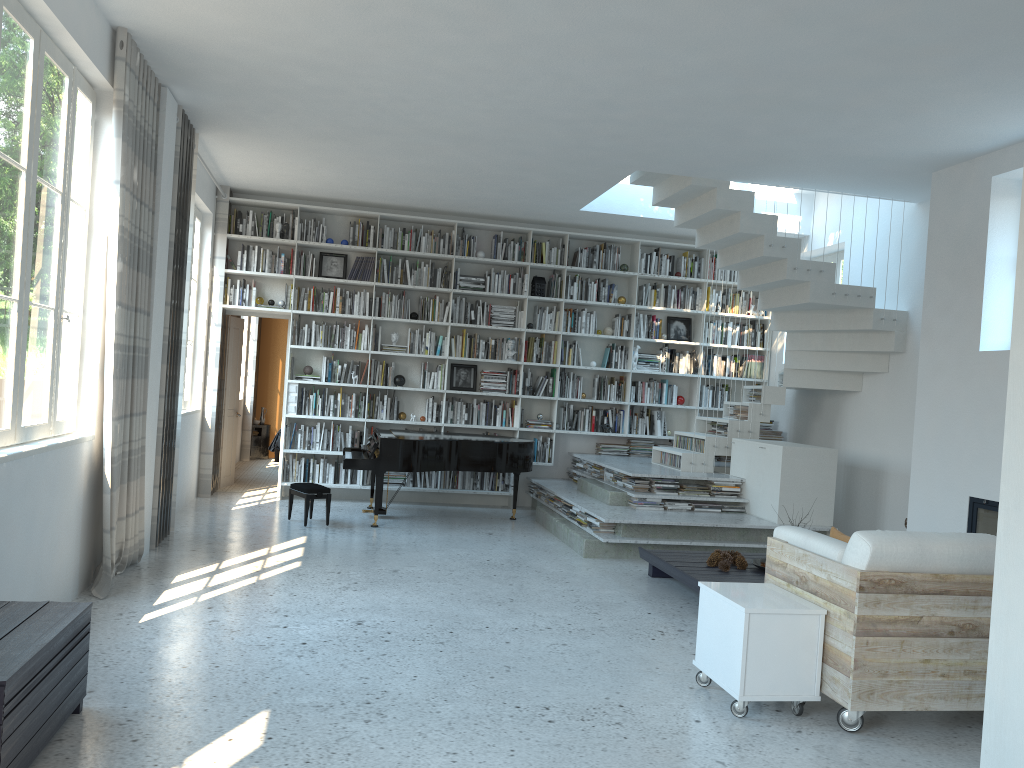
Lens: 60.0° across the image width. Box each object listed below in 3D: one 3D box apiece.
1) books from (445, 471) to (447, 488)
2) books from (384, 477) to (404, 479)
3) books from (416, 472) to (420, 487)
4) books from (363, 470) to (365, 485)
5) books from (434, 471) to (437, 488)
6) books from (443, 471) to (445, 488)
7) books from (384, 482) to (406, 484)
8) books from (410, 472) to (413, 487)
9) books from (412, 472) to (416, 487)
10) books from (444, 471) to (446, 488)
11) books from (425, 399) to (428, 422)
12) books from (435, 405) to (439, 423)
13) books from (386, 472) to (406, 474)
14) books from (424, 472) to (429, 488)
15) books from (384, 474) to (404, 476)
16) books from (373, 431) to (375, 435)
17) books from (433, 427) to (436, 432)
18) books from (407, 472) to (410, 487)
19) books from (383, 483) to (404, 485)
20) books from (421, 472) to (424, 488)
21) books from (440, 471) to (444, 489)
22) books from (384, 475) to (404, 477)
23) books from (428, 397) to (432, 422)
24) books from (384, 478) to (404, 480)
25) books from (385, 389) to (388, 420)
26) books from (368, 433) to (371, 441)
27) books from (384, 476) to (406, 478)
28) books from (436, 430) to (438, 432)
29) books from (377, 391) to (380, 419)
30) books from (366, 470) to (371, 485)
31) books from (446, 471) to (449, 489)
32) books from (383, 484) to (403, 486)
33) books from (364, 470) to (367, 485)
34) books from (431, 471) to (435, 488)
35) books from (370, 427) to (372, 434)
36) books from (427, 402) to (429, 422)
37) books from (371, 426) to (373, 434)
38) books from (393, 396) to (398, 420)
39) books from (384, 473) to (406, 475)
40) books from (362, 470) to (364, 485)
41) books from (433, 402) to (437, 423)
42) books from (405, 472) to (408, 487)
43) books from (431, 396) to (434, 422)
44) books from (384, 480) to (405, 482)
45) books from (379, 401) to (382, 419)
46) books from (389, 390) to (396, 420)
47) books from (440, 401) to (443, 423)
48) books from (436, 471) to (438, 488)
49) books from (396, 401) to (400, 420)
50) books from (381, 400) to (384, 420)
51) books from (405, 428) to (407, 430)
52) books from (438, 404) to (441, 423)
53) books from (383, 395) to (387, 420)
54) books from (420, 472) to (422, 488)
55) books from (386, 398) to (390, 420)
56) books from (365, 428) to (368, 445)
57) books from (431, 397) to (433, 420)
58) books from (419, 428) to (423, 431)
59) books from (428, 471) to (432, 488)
[{"bbox_3d":[-0.744,1.028,9.911,0.010,0.259,0.131,4,0,-11],"label":"books"},{"bbox_3d":[-1.323,1.026,9.788,0.254,0.007,0.161,4,0,-10],"label":"books"},{"bbox_3d":[-1.045,1.011,9.829,0.062,0.253,0.177,4,0,-11],"label":"books"},{"bbox_3d":[-1.627,0.982,9.734,0.012,0.230,0.138,4,0,-11],"label":"books"},{"bbox_3d":[-0.862,1.060,9.868,0.024,0.180,0.171,4,0,-11],"label":"books"},{"bbox_3d":[-0.762,1.006,9.877,0.014,0.301,0.184,4,0,-11],"label":"books"},{"bbox_3d":[-1.327,1.080,9.781,0.285,0.007,0.159,4,0,-15],"label":"books"},{"bbox_3d":[-1.117,1.031,9.815,0.029,0.202,0.178,4,0,-11],"label":"books"},{"bbox_3d":[-1.090,1.015,9.832,0.028,0.238,0.136,4,0,-11],"label":"books"},{"bbox_3d":[-0.750,0.987,9.896,0.014,0.340,0.139,4,0,-11],"label":"books"},{"bbox_3d":[-0.952,0.292,9.842,0.012,0.254,0.161,4,0,-11],"label":"books"},{"bbox_3d":[-0.842,0.329,9.875,0.031,0.194,0.142,4,0,-11],"label":"books"},{"bbox_3d":[-1.321,0.973,9.780,0.285,0.005,0.159,4,0,-15],"label":"books"},{"bbox_3d":[-0.955,1.006,9.850,0.073,0.276,0.181,4,0,-11],"label":"books"},{"bbox_3d":[-1.324,0.995,9.787,0.254,0.006,0.161,4,0,-12],"label":"books"},{"bbox_3d":[-1.514,0.636,9.724,0.023,0.237,0.172,4,0,-11],"label":"books"},{"bbox_3d":[-0.870,0.638,9.854,0.013,0.320,0.173,4,0,-11],"label":"books"},{"bbox_3d":[-1.147,0.998,9.821,0.031,0.265,0.144,4,0,-11],"label":"books"},{"bbox_3d":[-1.329,1.094,9.790,0.254,0.007,0.161,4,0,-11],"label":"books"},{"bbox_3d":[-0.995,1.003,9.829,0.012,0.274,0.180,4,0,-11],"label":"books"},{"bbox_3d":[-0.783,1.027,9.873,0.026,0.256,0.183,4,0,-11],"label":"books"},{"bbox_3d":[-1.325,1.005,9.789,0.254,0.006,0.161,4,0,-11],"label":"books"},{"bbox_3d":[-0.915,0.287,9.838,0.027,0.269,0.159,4,0,-11],"label":"books"},{"bbox_3d":[-1.324,1.039,9.788,0.254,0.007,0.161,4,0,-10],"label":"books"},{"bbox_3d":[-1.382,0.220,9.769,0.013,0.339,0.138,4,0,-11],"label":"books"},{"bbox_3d":[-1.574,0.644,9.730,0.026,0.213,0.139,4,0,-11],"label":"books"},{"bbox_3d":[-1.323,1.019,9.788,0.285,0.007,0.159,4,0,-10],"label":"books"},{"bbox_3d":[-0.856,0.654,9.867,0.021,0.290,0.160,4,0,-11],"label":"books"},{"bbox_3d":[-1.463,0.227,9.730,0.014,0.313,0.166,4,0,-11],"label":"books"},{"bbox_3d":[-1.571,1.010,9.734,0.053,0.184,0.148,4,0,-11],"label":"books"},{"bbox_3d":[-0.725,1.027,9.905,0.025,0.263,0.145,4,0,-11],"label":"books"},{"bbox_3d":[-1.328,1.101,9.782,0.254,0.007,0.161,4,0,-7],"label":"books"},{"bbox_3d":[-1.610,1.000,9.734,0.025,0.198,0.160,4,0,-11],"label":"books"},{"bbox_3d":[-0.880,1.018,9.846,0.024,0.260,0.189,4,0,-11],"label":"books"},{"bbox_3d":[-1.554,0.611,9.731,0.010,0.282,0.149,4,0,-11],"label":"books"},{"bbox_3d":[-0.941,0.307,9.852,0.015,0.225,0.148,4,0,-11],"label":"books"},{"bbox_3d":[-1.543,0.609,9.736,0.013,0.288,0.161,4,0,-11],"label":"books"},{"bbox_3d":[-1.284,0.266,9.762,0.027,0.261,0.163,4,0,-11],"label":"books"},{"bbox_3d":[-1.323,0.984,9.787,0.285,0.005,0.159,4,0,-12],"label":"books"},{"bbox_3d":[-1.637,0.954,9.729,0.012,0.285,0.159,4,0,-11],"label":"books"},{"bbox_3d":[-0.867,0.314,9.850,0.029,0.221,0.153,4,0,-11],"label":"books"},{"bbox_3d":[-1.166,1.002,9.802,0.012,0.254,0.161,4,0,-11],"label":"books"},{"bbox_3d":[-0.887,0.278,9.854,0.014,0.291,0.131,4,0,-11],"label":"books"},{"bbox_3d":[-1.324,1.060,9.786,0.285,0.007,0.159,4,0,-9],"label":"books"},{"bbox_3d":[-1.449,0.287,9.739,0.024,0.196,0.156,4,0,-11],"label":"books"},{"bbox_3d":[-1.320,0.230,9.757,0.050,0.328,0.166,4,0,-11],"label":"books"},{"bbox_3d":[-0.795,0.309,9.897,0.019,0.242,0.107,4,0,-11],"label":"books"},{"bbox_3d":[-0.842,1.032,9.891,0.021,0.237,0.115,4,0,-11],"label":"books"},{"bbox_3d":[-1.264,0.292,9.782,0.023,0.212,0.160,4,0,-11],"label":"books"},{"bbox_3d":[-1.426,0.279,9.739,0.021,0.215,0.172,4,0,-11],"label":"books"},{"bbox_3d":[-1.179,0.635,9.808,0.012,0.285,0.159,4,0,-11],"label":"books"},{"bbox_3d":[-0.813,0.328,9.867,0.024,0.201,0.158,4,0,-11],"label":"books"},{"bbox_3d":[-1.400,0.254,9.741,0.027,0.269,0.185,4,0,-11],"label":"books"},{"bbox_3d":[-1.009,1.024,9.834,0.011,0.232,0.174,4,0,-11],"label":"books"},{"bbox_3d":[-1.364,0.270,9.765,0.029,0.241,0.135,4,0,-11],"label":"books"},{"bbox_3d":[-1.597,0.616,9.730,0.023,0.266,0.134,4,0,-11],"label":"books"},{"bbox_3d":[-0.900,0.284,9.855,0.010,0.277,0.155,4,0,-11],"label":"books"},{"bbox_3d":[-1.022,0.641,9.848,0.025,0.294,0.134,4,0,-11],"label":"books"},{"bbox_3d":[-0.910,1.017,9.872,0.025,0.259,0.132,4,0,-11],"label":"books"}]
